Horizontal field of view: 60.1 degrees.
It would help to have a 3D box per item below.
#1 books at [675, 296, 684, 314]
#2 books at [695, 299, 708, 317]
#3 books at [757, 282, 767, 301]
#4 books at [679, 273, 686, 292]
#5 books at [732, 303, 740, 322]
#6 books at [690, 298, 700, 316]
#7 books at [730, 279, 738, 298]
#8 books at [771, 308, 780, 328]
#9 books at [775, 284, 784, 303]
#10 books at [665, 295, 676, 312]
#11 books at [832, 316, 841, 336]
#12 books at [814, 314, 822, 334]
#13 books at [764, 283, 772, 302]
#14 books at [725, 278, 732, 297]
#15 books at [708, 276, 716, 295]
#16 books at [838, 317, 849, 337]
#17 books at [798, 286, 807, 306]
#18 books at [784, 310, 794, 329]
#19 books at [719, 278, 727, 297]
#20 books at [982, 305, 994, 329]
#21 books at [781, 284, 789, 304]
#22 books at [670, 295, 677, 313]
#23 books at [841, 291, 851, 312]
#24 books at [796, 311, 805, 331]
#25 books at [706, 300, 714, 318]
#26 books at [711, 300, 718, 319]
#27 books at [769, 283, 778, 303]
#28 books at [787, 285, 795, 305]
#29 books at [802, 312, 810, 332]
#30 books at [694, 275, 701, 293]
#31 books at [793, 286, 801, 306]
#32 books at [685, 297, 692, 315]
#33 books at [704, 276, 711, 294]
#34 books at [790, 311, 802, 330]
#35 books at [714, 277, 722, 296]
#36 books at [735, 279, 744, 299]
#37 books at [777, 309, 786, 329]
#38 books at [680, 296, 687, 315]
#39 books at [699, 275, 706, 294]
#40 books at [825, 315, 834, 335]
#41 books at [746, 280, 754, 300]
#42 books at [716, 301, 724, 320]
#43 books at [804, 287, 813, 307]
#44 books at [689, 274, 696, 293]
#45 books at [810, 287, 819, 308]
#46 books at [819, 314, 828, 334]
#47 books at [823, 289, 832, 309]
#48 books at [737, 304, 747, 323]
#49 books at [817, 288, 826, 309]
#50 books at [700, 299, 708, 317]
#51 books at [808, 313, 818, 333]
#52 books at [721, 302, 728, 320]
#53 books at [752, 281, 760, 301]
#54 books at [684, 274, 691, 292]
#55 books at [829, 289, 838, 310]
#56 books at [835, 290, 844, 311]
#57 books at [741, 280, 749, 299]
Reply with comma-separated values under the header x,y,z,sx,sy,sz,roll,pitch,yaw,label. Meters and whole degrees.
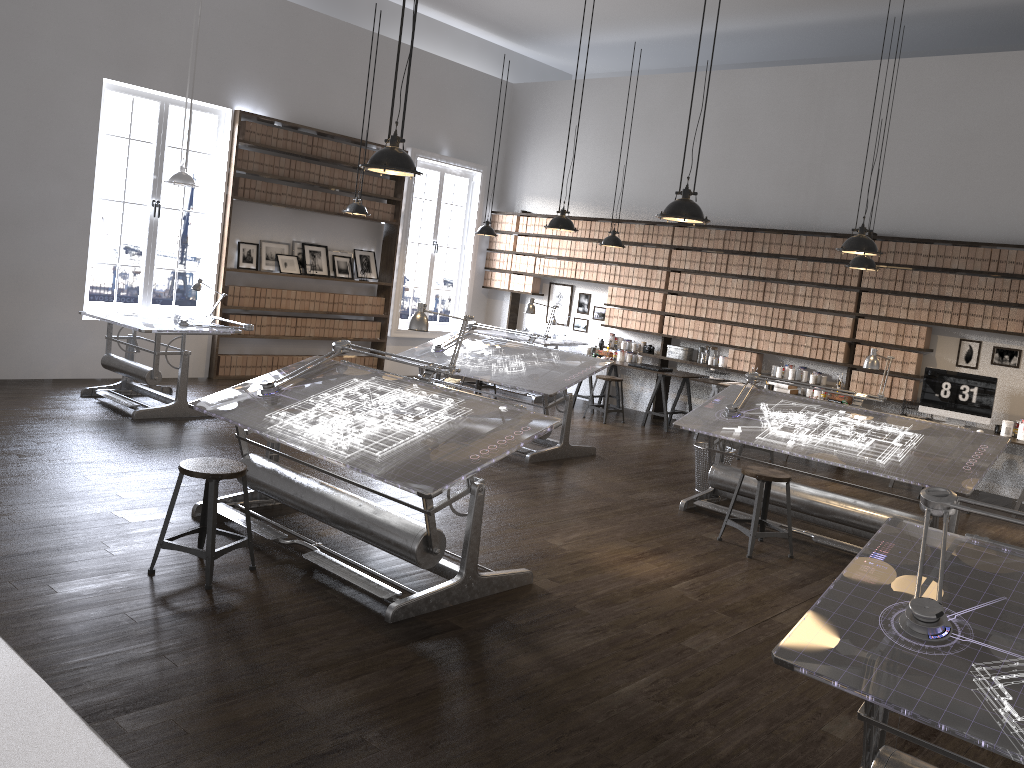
x,y,z,sx,sy,sz,roll,pitch,yaw,label
2.080,-0.958,10.826,0.067,0.225,0.174,11,7,41,books
2.290,-0.909,10.648,0.067,0.225,0.174,11,7,41,books
2.886,-1.049,10.120,0.067,0.225,0.174,11,7,41,books
2.121,-1.231,10.808,0.067,0.225,0.174,11,7,41,books
2.644,-0.825,10.326,0.067,0.225,0.174,11,7,41,books
2.231,-0.922,10.693,0.067,0.225,0.174,11,7,41,books
2.631,-1.109,10.350,0.067,0.225,0.174,11,7,41,books
3.012,-0.738,10.005,0.067,0.224,0.174,11,7,41,books
3.050,-1.011,9.981,0.067,0.225,0.174,11,7,41,books
1.976,-0.983,10.924,0.067,0.225,0.174,11,7,41,books
3.526,-0.616,9.546,0.067,0.225,0.174,11,7,41,books
3.378,-0.651,9.677,0.067,0.224,0.174,11,7,41,books
2.945,-1.036,10.074,0.067,0.225,0.174,11,7,41,books
2.582,-1.122,10.399,0.067,0.225,0.174,11,7,41,books
2.422,-1.159,10.536,0.067,0.224,0.174,11,7,41,books
3.579,-0.604,9.502,0.067,0.225,0.174,11,7,41,books
3.246,-0.964,9.802,0.067,0.224,0.174,11,7,41,books
3.122,-0.712,9.907,0.067,0.225,0.174,11,7,41,books
2.529,-1.134,10.443,0.067,0.225,0.174,11,7,41,books
4.626,-0.643,8.573,0.067,0.225,0.174,11,7,41,books
3.102,-0.998,9.934,0.067,0.225,0.174,11,7,41,books
2.027,-0.971,10.873,0.067,0.225,0.174,11,7,41,books
3.605,-0.879,9.484,0.067,0.224,0.174,11,7,41,books
3.227,-0.687,9.813,0.067,0.225,0.174,11,7,41,books
2.395,-0.885,10.554,0.067,0.225,0.174,11,7,41,books
2.447,-0.872,10.507,0.067,0.225,0.174,11,7,41,books
2.995,-1.023,10.024,0.067,0.225,0.174,11,7,41,books
3.148,-0.986,9.885,0.067,0.225,0.174,11,7,41,books
3.279,-0.675,9.767,0.067,0.225,0.174,11,7,41,books
2.278,-1.194,10.668,0.067,0.225,0.174,11,7,41,books
3.201,-0.975,9.845,0.067,0.224,0.174,11,7,41,books
2.180,-0.935,10.746,0.067,0.224,0.174,11,7,41,books
2.376,-1.170,10.579,0.067,0.224,0.174,11,7,41,books
3.172,-0.700,9.857,0.067,0.225,0.174,11,7,41,books
2.474,-1.146,10.487,0.067,0.225,0.174,11,7,41,books
2.682,-1.097,10.300,0.067,0.225,0.174,11,7,41,books
3.063,-0.725,9.952,0.067,0.225,0.174,11,7,41,books
2.130,-0.947,10.787,0.067,0.224,0.174,11,7,41,books
2.324,-1.182,10.619,0.067,0.225,0.174,11,7,41,books
3.471,-0.629,9.590,0.067,0.225,0.174,11,7,41,books
2.785,-1.073,10.214,0.067,0.224,0.174,11,7,41,books
2.493,-0.860,10.459,0.067,0.225,0.174,11,7,41,books
3.298,-0.951,9.753,0.067,0.225,0.174,11,7,41,books
2.226,-1.206,10.715,0.067,0.225,0.174,11,7,41,books
3.353,-0.939,9.709,0.067,0.225,0.174,11,7,41,books
3.423,-0.640,9.635,0.067,0.224,0.174,11,7,41,books
3.455,-0.914,9.616,0.067,0.225,0.174,11,7,41,books
2.698,-0.813,10.283,0.067,0.225,0.174,11,7,41,books
3.406,-0.926,9.665,0.067,0.225,0.174,11,7,41,books
2.340,-0.897,10.598,0.067,0.225,0.174,11,7,41,books
3.325,-0.663,9.718,0.067,0.225,0.174,11,7,41,books
2.546,-0.849,10.418,0.067,0.224,0.174,11,7,41,books
2.835,-1.062,10.173,0.067,0.224,0.174,11,7,41,books
2.170,-1.218,10.758,0.067,0.225,0.174,11,7,41,books
3.506,-0.901,9.566,0.067,0.225,0.174,11,7,41,books
3.555,-0.890,9.522,0.067,0.225,0.174,11,7,41,books
2.735,-1.084,10.252,0.067,0.225,0.174,11,7,41,books
